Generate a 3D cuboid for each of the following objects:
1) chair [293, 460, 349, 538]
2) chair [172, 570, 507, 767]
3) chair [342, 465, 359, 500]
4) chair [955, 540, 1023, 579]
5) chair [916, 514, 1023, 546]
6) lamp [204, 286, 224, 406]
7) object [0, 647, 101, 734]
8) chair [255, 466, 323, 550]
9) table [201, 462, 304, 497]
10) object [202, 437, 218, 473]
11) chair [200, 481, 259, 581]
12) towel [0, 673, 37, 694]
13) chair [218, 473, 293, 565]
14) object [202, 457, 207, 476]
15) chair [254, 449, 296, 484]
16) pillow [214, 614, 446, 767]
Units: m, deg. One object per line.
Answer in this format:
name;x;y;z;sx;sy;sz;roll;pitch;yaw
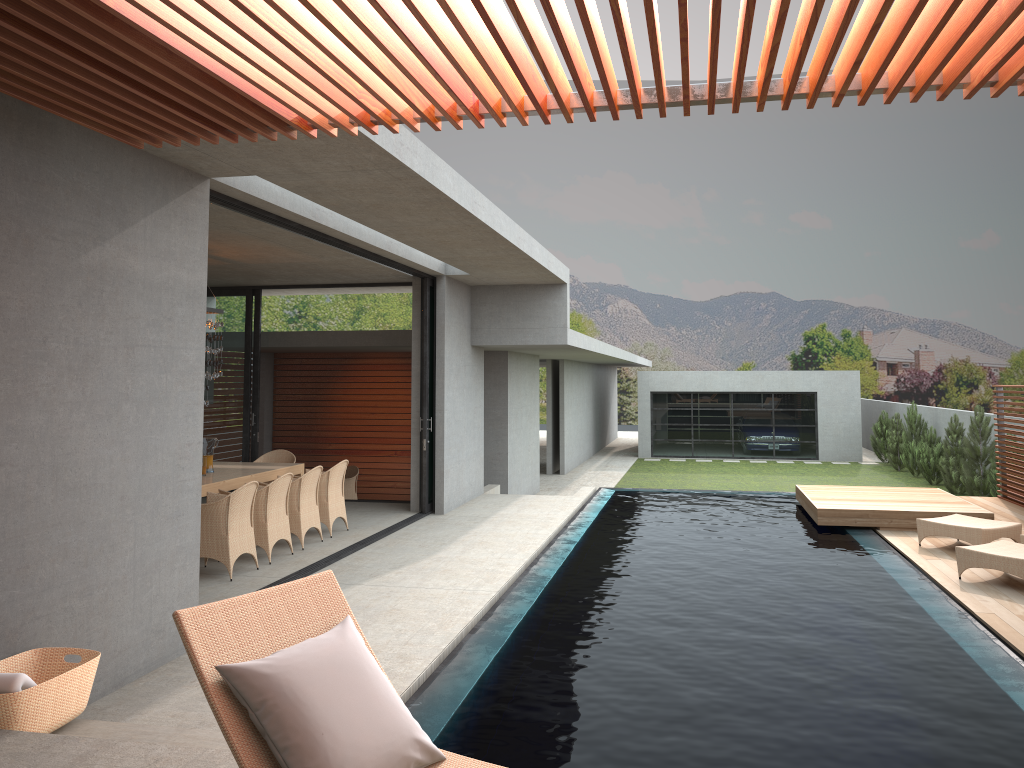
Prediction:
chair;-2.258;1.321;10.407;0.630;0.868;0.614;-1;-3;12
chair;0.109;1.109;2.384;2.291;0.832;0.698;0;-2;31
chair;-3.019;1.883;15.449;0.616;0.868;0.628;-3;-4;42
chair;4.937;1.382;7.328;0.699;0.831;2.288;1;-1;-28
chair;5.328;1.372;8.958;0.699;0.831;2.288;1;-1;-29
lamp;-3.647;-0.615;9.843;0.618;1.766;0.616;-1;-4;12
object;-2.325;1.516;4.221;0.445;0.302;0.677;0;-1;11
chair;-2.409;1.325;9.685;0.630;0.868;0.614;-1;-3;12
table;-3.549;1.379;9.536;1.279;0.761;3.247;0;0;12
object;-3.430;0.803;9.963;0.193;0.389;0.192;0;-4;-6
chair;-2.711;1.333;8.243;0.630;0.868;0.614;-1;-3;12
towel;-2.351;1.459;4.079;0.369;0.314;0.308;0;-2;12
chair;-2.560;1.329;8.964;0.630;0.868;0.614;-1;-3;12
object;-3.582;0.806;9.461;0.324;0.388;0.539;-1;-2;28
chair;-3.173;1.315;11.565;0.617;0.868;0.627;-1;-3;12
pillow;-0.551;1.037;2.775;0.426;0.429;0.607;-1;-2;30
